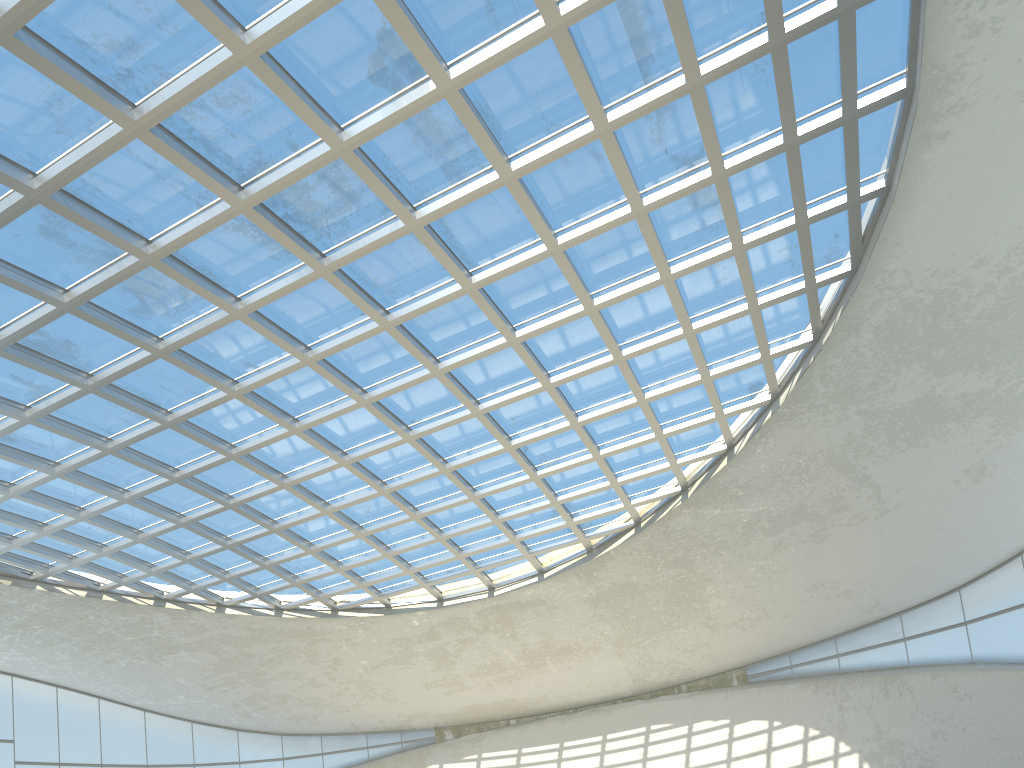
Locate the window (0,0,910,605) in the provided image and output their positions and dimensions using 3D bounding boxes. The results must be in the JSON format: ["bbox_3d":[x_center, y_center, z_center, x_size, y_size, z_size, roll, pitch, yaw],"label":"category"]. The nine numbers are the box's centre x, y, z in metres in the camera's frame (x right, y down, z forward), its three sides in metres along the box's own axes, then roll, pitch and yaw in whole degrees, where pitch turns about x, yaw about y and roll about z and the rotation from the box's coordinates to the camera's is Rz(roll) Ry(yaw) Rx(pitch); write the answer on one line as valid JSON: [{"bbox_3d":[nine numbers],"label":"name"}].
[{"bbox_3d":[-18.105,3.366,47.046,80.581,10.003,86.226,-18,-33,19],"label":"window"}]
